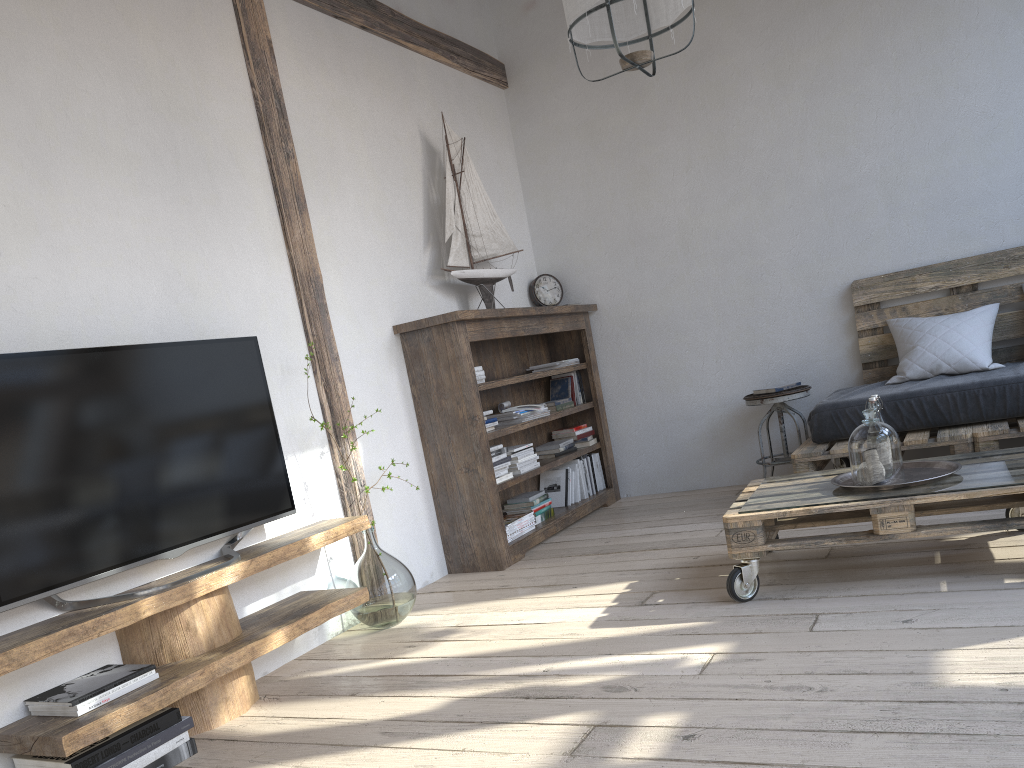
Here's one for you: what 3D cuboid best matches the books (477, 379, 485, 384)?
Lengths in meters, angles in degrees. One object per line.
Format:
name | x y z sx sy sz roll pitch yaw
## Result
books | -0.242 0.006 4.155 0.158 0.017 0.216 -11 1 23

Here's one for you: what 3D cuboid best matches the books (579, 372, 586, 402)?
books | 0.363 0.029 5.281 0.140 0.187 0.019 -8 8 28

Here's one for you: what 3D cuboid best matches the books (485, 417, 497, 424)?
books | -0.192 0.193 4.198 0.147 0.021 0.205 -10 1 44

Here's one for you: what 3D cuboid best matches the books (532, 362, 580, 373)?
books | 0.255 -0.096 5.070 0.206 0.009 0.254 -11 1 23

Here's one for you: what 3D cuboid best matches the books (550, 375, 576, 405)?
books | 0.300 0.048 5.151 0.140 0.178 0.058 -8 7 27

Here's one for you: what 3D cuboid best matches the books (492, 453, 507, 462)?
books | -0.138 0.366 4.202 0.158 0.021 0.215 -11 1 23

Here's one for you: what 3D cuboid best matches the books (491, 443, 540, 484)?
books | -0.076 0.391 4.356 0.208 0.153 0.539 -9 2 28

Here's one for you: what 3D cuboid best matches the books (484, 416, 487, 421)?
books | -0.191 0.172 4.199 0.132 0.021 0.198 -11 1 -6

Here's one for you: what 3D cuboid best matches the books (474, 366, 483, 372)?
books | -0.260 -0.053 4.148 0.159 0.021 0.215 -10 1 28

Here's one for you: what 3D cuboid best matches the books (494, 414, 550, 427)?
books | 0.043 0.188 4.553 0.206 0.009 0.253 -10 1 37

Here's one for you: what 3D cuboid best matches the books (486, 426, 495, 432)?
books | -0.179 0.229 4.213 0.140 0.020 0.181 -11 1 23

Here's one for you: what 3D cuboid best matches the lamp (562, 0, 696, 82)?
lamp | 0.299 -1.539 2.731 0.396 1.098 0.405 -13 7 -21

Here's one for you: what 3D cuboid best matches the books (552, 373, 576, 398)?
books | 0.306 0.038 5.175 0.140 0.194 0.049 -8 8 27

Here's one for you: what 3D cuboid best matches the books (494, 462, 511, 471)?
books | -0.129 0.406 4.196 0.158 0.017 0.215 -10 1 33

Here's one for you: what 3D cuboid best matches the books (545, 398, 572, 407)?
books | 0.228 0.111 4.991 0.151 0.021 0.201 -10 1 32

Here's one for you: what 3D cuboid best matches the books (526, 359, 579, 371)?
books | 0.235 -0.109 5.054 0.206 0.009 0.253 -10 1 35

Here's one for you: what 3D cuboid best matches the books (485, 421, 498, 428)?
books | -0.185 0.211 4.207 0.158 0.017 0.216 -10 1 28

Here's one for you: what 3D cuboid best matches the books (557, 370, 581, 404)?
books | 0.332 0.028 5.220 0.136 0.204 0.020 -8 8 28

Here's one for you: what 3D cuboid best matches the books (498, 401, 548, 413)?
books | 0.059 0.121 4.581 0.222 0.089 0.258 -11 1 8

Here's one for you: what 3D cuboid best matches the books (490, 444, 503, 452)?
books | -0.146 0.318 4.187 0.140 0.019 0.181 -10 1 28

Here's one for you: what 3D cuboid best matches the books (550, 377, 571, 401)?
books | 0.283 0.054 5.124 0.132 0.174 0.080 -8 7 29

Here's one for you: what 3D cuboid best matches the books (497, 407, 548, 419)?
books | 0.032 0.155 4.553 0.206 0.009 0.253 -10 1 35

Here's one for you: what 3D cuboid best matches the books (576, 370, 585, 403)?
books | 0.357 0.023 5.251 0.137 0.203 0.020 -8 8 28

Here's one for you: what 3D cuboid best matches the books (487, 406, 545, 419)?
books | 0.016 0.149 4.551 0.206 0.009 0.253 -10 1 35

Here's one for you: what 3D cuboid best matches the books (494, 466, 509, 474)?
books | -0.135 0.425 4.215 0.158 0.017 0.216 -10 1 28

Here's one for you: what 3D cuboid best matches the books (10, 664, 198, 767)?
books | -1.090 0.930 2.338 0.293 0.268 0.353 -9 4 28

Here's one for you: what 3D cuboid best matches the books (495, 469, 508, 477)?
books | -0.138 0.445 4.215 0.159 0.021 0.215 -10 1 28

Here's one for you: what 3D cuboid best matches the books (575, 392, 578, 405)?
books | 0.320 0.045 5.205 0.118 0.175 0.017 -8 8 28

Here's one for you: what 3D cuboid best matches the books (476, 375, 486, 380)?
books | -0.228 -0.014 4.144 0.140 0.019 0.181 -10 1 28

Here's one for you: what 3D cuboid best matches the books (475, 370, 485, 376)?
books | -0.249 -0.031 4.148 0.159 0.021 0.215 -10 1 28

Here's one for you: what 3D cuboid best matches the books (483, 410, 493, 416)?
books | -0.194 0.153 4.203 0.140 0.019 0.181 -10 1 28

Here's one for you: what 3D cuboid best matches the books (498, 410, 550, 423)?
books | 0.052 0.169 4.570 0.206 0.009 0.253 -10 1 30

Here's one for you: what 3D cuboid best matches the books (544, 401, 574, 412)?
books | 0.232 0.136 5.003 0.163 0.031 0.215 -10 1 31

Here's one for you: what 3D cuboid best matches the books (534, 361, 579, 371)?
books | 0.259 -0.105 5.082 0.206 0.009 0.254 -11 1 20

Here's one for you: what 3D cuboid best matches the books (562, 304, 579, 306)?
books | 0.260 -0.439 5.222 0.238 0.026 0.175 -10 1 28

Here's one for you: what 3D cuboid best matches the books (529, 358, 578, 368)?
books | 0.242 -0.120 5.062 0.206 0.009 0.254 -11 1 25

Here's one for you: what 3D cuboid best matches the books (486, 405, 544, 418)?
books | 0.008 0.142 4.547 0.206 0.009 0.253 -10 1 40

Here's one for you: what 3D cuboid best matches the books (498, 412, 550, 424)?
books | 0.046 0.179 4.560 0.206 0.009 0.253 -10 1 33

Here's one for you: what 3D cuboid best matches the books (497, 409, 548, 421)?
books | 0.024 0.165 4.547 0.206 0.009 0.254 -10 1 45

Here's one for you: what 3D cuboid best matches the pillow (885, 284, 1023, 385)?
pillow | 2.320 -0.273 4.071 1.138 0.360 0.344 -10 4 28

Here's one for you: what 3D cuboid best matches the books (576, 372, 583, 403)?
books | 0.341 0.034 5.238 0.140 0.187 0.019 -8 8 28
